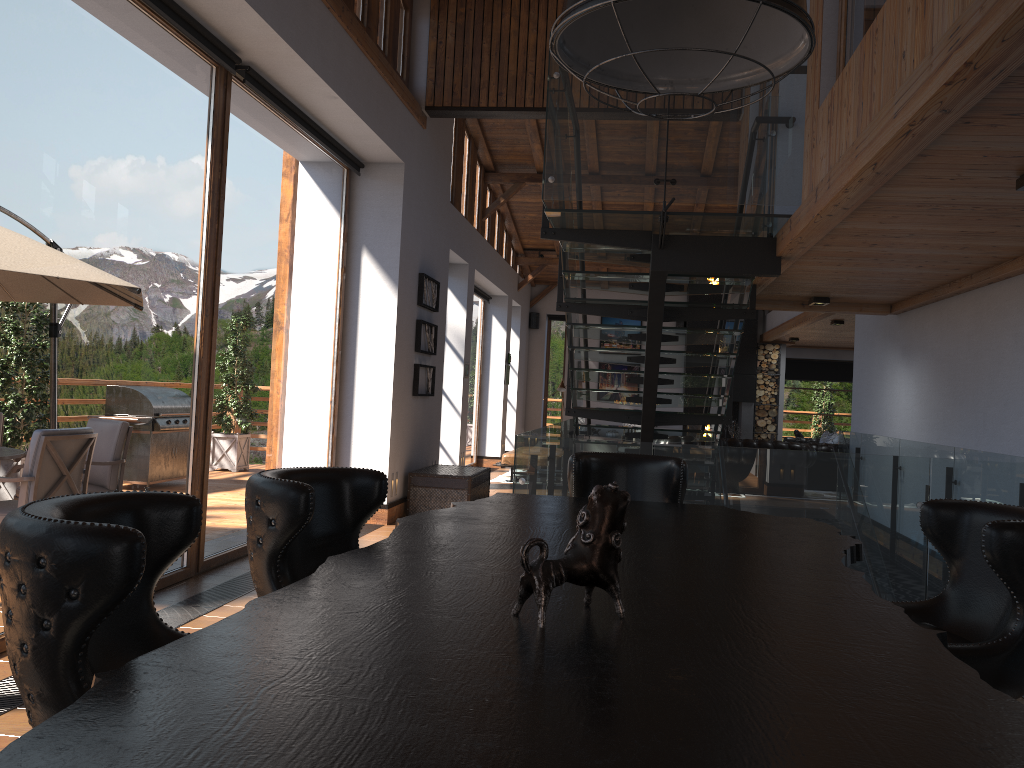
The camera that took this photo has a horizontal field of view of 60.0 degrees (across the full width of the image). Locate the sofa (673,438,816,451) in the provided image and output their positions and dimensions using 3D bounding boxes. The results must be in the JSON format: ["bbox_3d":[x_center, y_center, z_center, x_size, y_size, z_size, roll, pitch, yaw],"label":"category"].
[{"bbox_3d":[3.314,1.228,13.553,2.559,0.838,1.242,3,-1,6],"label":"sofa"}]

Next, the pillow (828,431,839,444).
[{"bbox_3d":[5.559,1.047,15.253,0.282,0.469,0.530,3,-1,11],"label":"pillow"}]

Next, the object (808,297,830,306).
[{"bbox_3d":[2.928,-0.793,8.452,0.155,0.068,0.262,3,-1,8],"label":"object"}]

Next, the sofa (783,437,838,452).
[{"bbox_3d":[5.522,1.358,15.446,1.236,0.838,2.572,3,-1,7],"label":"sofa"}]

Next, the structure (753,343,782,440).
[{"bbox_3d":[5.185,0.483,18.164,0.500,2.618,0.513,3,-1,7],"label":"structure"}]

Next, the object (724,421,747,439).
[{"bbox_3d":[3.804,0.926,15.051,0.403,0.808,0.624,2,-1,19],"label":"object"}]

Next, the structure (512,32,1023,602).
[{"bbox_3d":[-0.902,0.980,7.150,9.184,6.400,11.055,3,-1,8],"label":"structure"}]

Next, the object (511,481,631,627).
[{"bbox_3d":[0.108,0.302,1.617,0.223,0.253,0.115,3,-1,-30],"label":"object"}]

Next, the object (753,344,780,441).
[{"bbox_3d":[5.179,0.490,18.174,0.492,2.613,0.467,3,-1,7],"label":"object"}]

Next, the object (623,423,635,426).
[{"bbox_3d":[2.447,0.868,18.390,0.261,0.532,0.423,3,-1,-24],"label":"object"}]

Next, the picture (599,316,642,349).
[{"bbox_3d":[2.308,-1.030,18.809,0.877,0.816,0.036,3,-1,7],"label":"picture"}]

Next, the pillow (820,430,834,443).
[{"bbox_3d":[5.654,1.059,15.928,0.282,0.469,0.530,3,-1,11],"label":"pillow"}]

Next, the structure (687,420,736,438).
[{"bbox_3d":[4.079,0.979,18.146,0.980,0.514,0.184,3,-1,7],"label":"structure"}]

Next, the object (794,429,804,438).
[{"bbox_3d":[5.512,1.034,17.012,0.251,0.319,0.148,4,-2,-42],"label":"object"}]

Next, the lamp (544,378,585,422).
[{"bbox_3d":[1.062,0.636,17.745,0.522,1.899,1.335,2,-1,29],"label":"lamp"}]

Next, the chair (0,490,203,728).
[{"bbox_3d":[-0.635,0.768,1.614,0.570,1.092,0.502,3,-1,-9],"label":"chair"}]

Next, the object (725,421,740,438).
[{"bbox_3d":[4.392,1.243,17.723,0.311,1.018,0.304,4,-2,-37],"label":"object"}]

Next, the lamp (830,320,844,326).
[{"bbox_3d":[4.970,-0.940,13.541,0.155,0.068,0.262,3,-1,8],"label":"lamp"}]

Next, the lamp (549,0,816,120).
[{"bbox_3d":[0.509,-2.997,2.173,0.628,4.686,0.614,4,-2,-38],"label":"lamp"}]

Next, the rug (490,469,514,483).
[{"bbox_3d":[1.716,1.550,14.235,3.796,0.053,2.439,3,-1,8],"label":"rug"}]

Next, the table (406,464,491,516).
[{"bbox_3d":[-0.671,1.175,9.745,0.682,0.470,1.258,3,-1,8],"label":"table"}]

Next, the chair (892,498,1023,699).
[{"bbox_3d":[1.104,0.862,2.287,0.567,1.092,0.505,3,-1,6],"label":"chair"}]

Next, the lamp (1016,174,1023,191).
[{"bbox_3d":[2.262,-0.878,3.743,0.155,0.068,0.262,3,-1,8],"label":"lamp"}]

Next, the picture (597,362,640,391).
[{"bbox_3d":[2.259,-0.036,18.783,0.877,0.816,0.036,3,-1,7],"label":"picture"}]

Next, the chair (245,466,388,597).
[{"bbox_3d":[-0.457,0.795,2.420,0.565,1.092,0.507,2,-1,16],"label":"chair"}]

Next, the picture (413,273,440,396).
[{"bbox_3d":[-0.942,-0.521,9.806,0.059,1.312,0.776,3,-1,8],"label":"picture"}]

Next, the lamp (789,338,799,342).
[{"bbox_3d":[5.506,-0.871,17.310,0.155,0.068,0.262,3,-1,8],"label":"lamp"}]

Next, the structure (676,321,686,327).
[{"bbox_3d":[3.542,-1.204,18.590,0.213,0.349,0.214,3,-1,7],"label":"structure"}]

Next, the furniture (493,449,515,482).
[{"bbox_3d":[0.472,1.300,14.591,1.172,0.437,2.767,3,-1,8],"label":"furniture"}]

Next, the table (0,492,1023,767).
[{"bbox_3d":[0.192,0.901,1.637,1.425,0.950,3.807,3,-1,8],"label":"table"}]

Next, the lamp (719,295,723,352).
[{"bbox_3d":[3.801,-1.531,15.749,0.262,2.202,0.802,3,-1,-1],"label":"lamp"}]

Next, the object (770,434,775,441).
[{"bbox_3d":[5.187,1.400,17.821,0.268,0.795,0.262,3,-1,-9],"label":"object"}]

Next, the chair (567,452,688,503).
[{"bbox_3d":[0.451,0.844,3.622,0.503,1.092,0.569,3,-1,7],"label":"chair"}]

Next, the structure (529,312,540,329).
[{"bbox_3d":[0.475,-1.352,18.955,0.213,0.349,0.214,3,-1,7],"label":"structure"}]
